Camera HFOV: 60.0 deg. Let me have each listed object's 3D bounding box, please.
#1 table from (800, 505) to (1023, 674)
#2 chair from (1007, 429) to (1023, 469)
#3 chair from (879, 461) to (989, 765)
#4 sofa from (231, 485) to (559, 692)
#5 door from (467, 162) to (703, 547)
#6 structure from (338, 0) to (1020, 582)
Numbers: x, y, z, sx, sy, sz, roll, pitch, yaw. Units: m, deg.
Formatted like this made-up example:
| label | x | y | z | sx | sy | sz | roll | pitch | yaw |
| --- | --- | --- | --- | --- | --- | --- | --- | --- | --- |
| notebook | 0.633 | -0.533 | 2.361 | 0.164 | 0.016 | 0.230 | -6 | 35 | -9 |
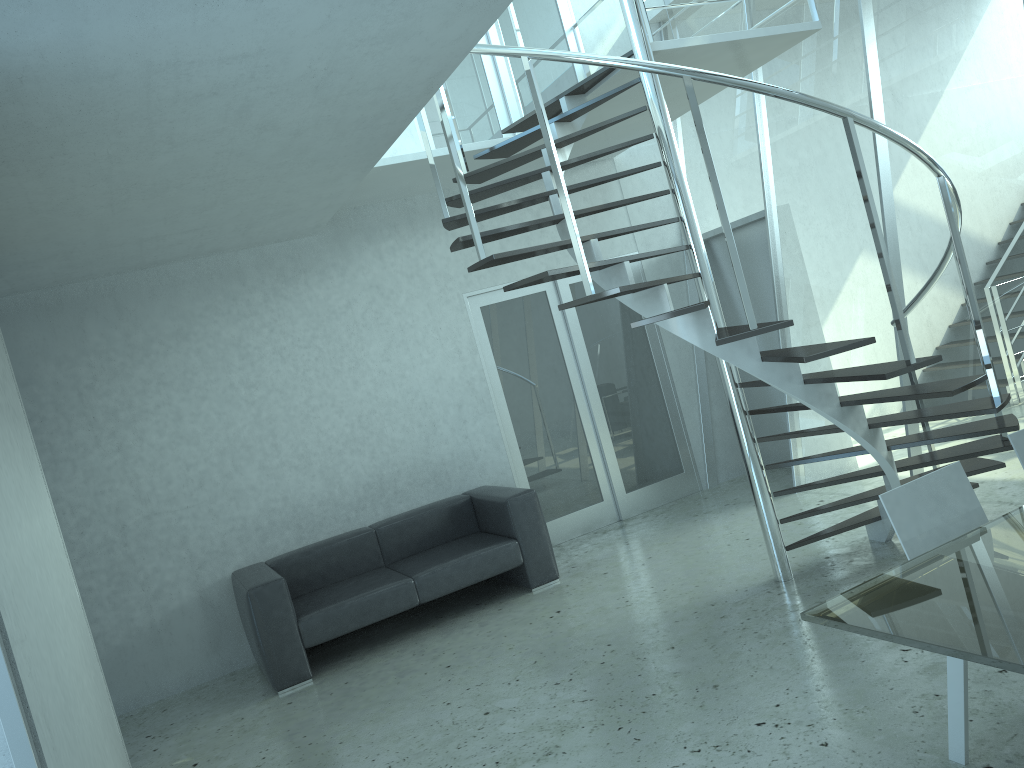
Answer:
| label | x | y | z | sx | sy | sz | roll | pitch | yaw |
| --- | --- | --- | --- | --- | --- | --- | --- | --- | --- |
| table | 1.985 | 0.649 | 2.344 | 2.100 | 0.720 | 1.000 | -16 | 2 | -23 |
| chair | 2.082 | 0.529 | 2.930 | 0.413 | 0.857 | 0.492 | -16 | 2 | -19 |
| chair | 1.521 | 0.696 | 2.645 | 0.410 | 0.857 | 0.492 | -16 | 2 | -23 |
| sofa | -0.798 | 1.297 | 6.053 | 2.025 | 0.652 | 0.943 | -16 | 2 | -23 |
| door | 0.806 | -0.314 | 7.945 | 1.162 | 3.200 | 2.576 | -15 | 2 | 24 |
| structure | 0.672 | -0.880 | 5.329 | 2.655 | 4.156 | 3.780 | -16 | 2 | -23 |
